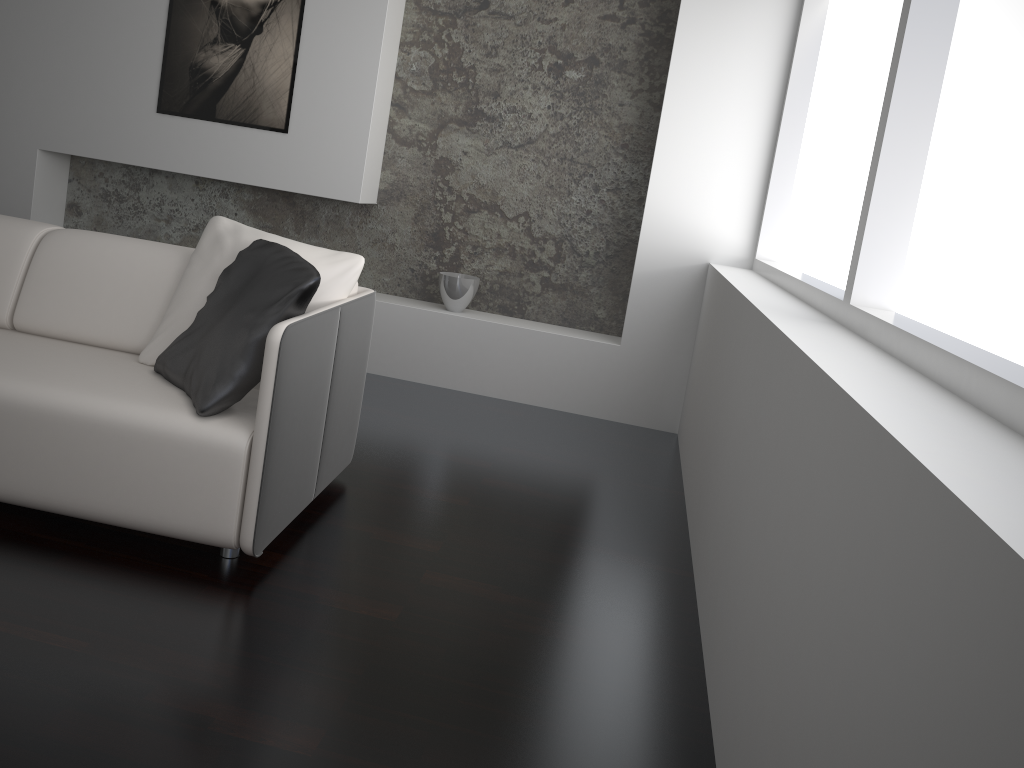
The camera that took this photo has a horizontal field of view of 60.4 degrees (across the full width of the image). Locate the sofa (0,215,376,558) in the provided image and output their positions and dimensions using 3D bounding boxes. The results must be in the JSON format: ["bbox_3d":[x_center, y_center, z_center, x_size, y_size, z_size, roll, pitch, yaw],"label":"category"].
[{"bbox_3d":[-1.642,-0.159,2.744,2.243,0.651,0.934,10,10,5],"label":"sofa"}]

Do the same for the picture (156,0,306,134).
[{"bbox_3d":[-1.454,-1.862,4.595,0.748,0.991,0.004,10,6,8],"label":"picture"}]

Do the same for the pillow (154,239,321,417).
[{"bbox_3d":[-0.757,-0.173,2.486,0.332,0.430,0.563,3,12,-36],"label":"pillow"}]

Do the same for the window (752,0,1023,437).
[{"bbox_3d":[0.707,-0.432,0.262,0.110,1.406,8.178,10,12,7],"label":"window"}]

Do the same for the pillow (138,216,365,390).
[{"bbox_3d":[-0.811,-0.239,2.755,0.590,0.500,0.302,11,8,12],"label":"pillow"}]

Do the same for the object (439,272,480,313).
[{"bbox_3d":[-0.290,-0.479,4.654,0.215,0.187,0.219,10,10,2],"label":"object"}]
